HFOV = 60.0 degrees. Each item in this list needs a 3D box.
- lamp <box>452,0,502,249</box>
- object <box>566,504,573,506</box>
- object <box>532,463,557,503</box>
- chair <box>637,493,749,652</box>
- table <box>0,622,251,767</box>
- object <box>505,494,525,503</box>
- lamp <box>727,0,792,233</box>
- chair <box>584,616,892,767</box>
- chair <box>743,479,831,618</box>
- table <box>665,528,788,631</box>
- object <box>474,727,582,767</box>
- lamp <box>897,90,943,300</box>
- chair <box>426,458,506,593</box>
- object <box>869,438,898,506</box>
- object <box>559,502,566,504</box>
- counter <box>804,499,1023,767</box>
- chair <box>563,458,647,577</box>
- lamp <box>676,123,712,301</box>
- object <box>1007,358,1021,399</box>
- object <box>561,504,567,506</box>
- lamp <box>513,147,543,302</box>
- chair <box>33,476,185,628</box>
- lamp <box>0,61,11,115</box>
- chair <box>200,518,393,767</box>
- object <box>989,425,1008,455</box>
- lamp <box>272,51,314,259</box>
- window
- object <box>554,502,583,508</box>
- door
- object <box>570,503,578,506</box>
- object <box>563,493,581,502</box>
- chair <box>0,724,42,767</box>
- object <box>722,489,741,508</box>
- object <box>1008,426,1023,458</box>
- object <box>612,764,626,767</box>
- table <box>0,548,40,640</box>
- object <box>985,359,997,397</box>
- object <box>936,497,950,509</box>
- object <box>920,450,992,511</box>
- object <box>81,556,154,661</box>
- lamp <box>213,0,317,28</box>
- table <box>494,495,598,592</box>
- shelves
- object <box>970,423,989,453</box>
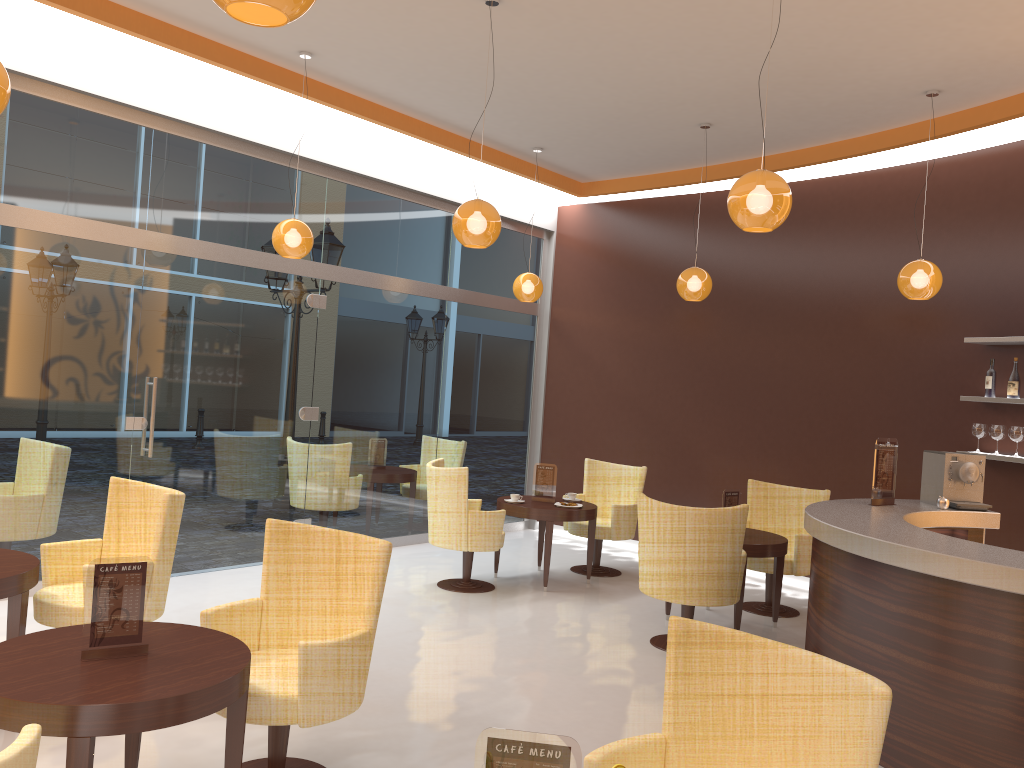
[{"bbox_3d":[-0.171,-1.578,5.365,0.299,1.500,0.299,4,0,-40],"label":"lamp"},{"bbox_3d":[0.488,1.027,7.505,0.055,0.014,0.053,4,0,22],"label":"object"},{"bbox_3d":[0.284,0.862,7.746,0.209,0.335,0.042,4,0,14],"label":"object"},{"bbox_3d":[1.190,1.263,5.964,0.729,1.017,0.685,4,0,17],"label":"chair"},{"bbox_3d":[-1.355,1.258,2.985,0.872,0.679,0.874,4,0,-14],"label":"table"},{"bbox_3d":[0.023,0.977,7.566,0.153,0.069,0.153,4,0,40],"label":"object"},{"bbox_3d":[1.223,-1.482,4.229,0.299,1.500,0.299,4,0,17],"label":"lamp"},{"bbox_3d":[0.556,1.220,2.349,0.685,1.017,0.729,4,0,-34],"label":"chair"},{"bbox_3d":[2.153,1.329,7.239,0.685,1.017,0.729,4,0,-44],"label":"chair"},{"bbox_3d":[1.593,1.460,6.662,0.872,0.679,0.874,4,0,-4],"label":"table"},{"bbox_3d":[0.776,0.897,1.153,2.090,0.335,0.187,4,0,35],"label":"object"},{"bbox_3d":[2.985,-1.362,6.402,0.299,1.500,0.299,4,0,18],"label":"lamp"},{"bbox_3d":[-0.389,1.154,7.281,0.685,1.017,0.729,4,0,-19],"label":"chair"},{"bbox_3d":[2.298,0.539,5.464,0.258,0.414,0.052,4,0,-37],"label":"object"},{"bbox_3d":[0.435,1.016,7.548,0.055,0.016,0.052,4,0,38],"label":"object"},{"bbox_3d":[2.326,1.300,4.452,1.586,1.100,2.917,4,0,-6],"label":"counter"},{"bbox_3d":[0.853,1.239,8.286,0.729,1.017,0.685,4,0,42],"label":"chair"},{"bbox_3d":[1.592,-1.458,7.537,0.299,1.500,0.299,4,0,17],"label":"lamp"},{"bbox_3d":[3.705,-0.042,6.534,0.086,0.303,0.086,4,0,18],"label":"object"},{"bbox_3d":[0.443,1.024,7.514,0.054,0.018,0.051,4,0,-3],"label":"object"},{"bbox_3d":[0.199,-1.554,8.673,0.299,1.500,0.299,4,0,7],"label":"lamp"},{"bbox_3d":[-2.110,1.036,4.633,0.729,1.017,0.685,4,0,42],"label":"chair"},{"bbox_3d":[-1.933,-1.699,3.193,0.299,1.500,0.299,4,0,39],"label":"lamp"},{"bbox_3d":[-0.903,1.120,3.649,0.729,1.017,0.685,4,0,36],"label":"chair"},{"bbox_3d":[3.627,0.418,6.624,0.125,0.221,0.125,4,0,-26],"label":"object"},{"bbox_3d":[-1.564,-1.674,6.501,0.299,1.500,0.299,4,0,14],"label":"lamp"},{"bbox_3d":[-2.275,-0.220,7.254,0.040,3.380,8.200,4,0,39],"label":"window"},{"bbox_3d":[0.480,1.034,7.545,0.234,0.020,0.234,4,0,11],"label":"object"},{"bbox_3d":[-2.309,0.279,7.254,0.020,2.499,1.640,4,0,39],"label":"door"},{"bbox_3d":[0.529,1.029,7.558,0.052,0.018,0.055,4,0,-27],"label":"object"},{"bbox_3d":[0.540,1.013,7.936,0.153,0.069,0.153,4,0,-29],"label":"object"},{"bbox_3d":[-1.631,1.070,2.226,0.729,1.017,0.685,4,0,7],"label":"chair"},{"bbox_3d":[1.642,0.955,6.654,0.209,0.335,0.042,4,0,-37],"label":"object"},{"bbox_3d":[3.687,0.422,6.473,0.125,0.221,0.125,4,0,-26],"label":"object"},{"bbox_3d":[0.214,0.940,1.987,0.067,0.171,0.072,4,0,22],"label":"object"},{"bbox_3d":[-2.680,1.167,4.066,0.872,0.679,0.874,4,0,-4],"label":"table"},{"bbox_3d":[3.619,-0.043,6.695,0.073,0.297,0.073,4,0,-41],"label":"object"},{"bbox_3d":[2.659,0.733,5.470,0.075,0.077,0.075,4,0,8],"label":"object"},{"bbox_3d":[2.845,0.614,5.655,0.270,0.340,0.373,4,0,-6],"label":"object"},{"bbox_3d":[-1.328,0.752,2.992,0.209,0.335,0.042,4,0,-33],"label":"object"},{"bbox_3d":[-0.540,-1.603,2.057,0.299,1.500,0.299,4,0,-26],"label":"lamp"},{"bbox_3d":[0.283,1.370,7.718,0.872,0.679,0.874,4,0,-4],"label":"table"},{"bbox_3d":[3.868,0.127,4.529,0.586,0.902,4.744,4,0,-4],"label":"shelves"},{"bbox_3d":[3.564,0.414,6.770,0.125,0.221,0.125,4,0,-26],"label":"object"}]
